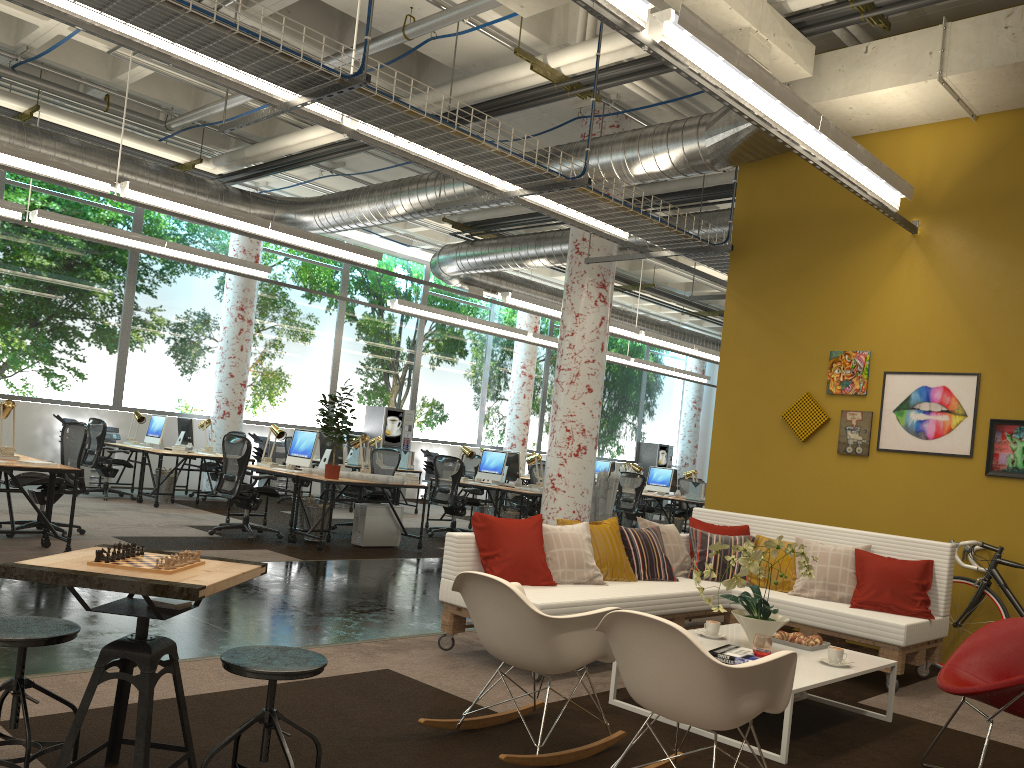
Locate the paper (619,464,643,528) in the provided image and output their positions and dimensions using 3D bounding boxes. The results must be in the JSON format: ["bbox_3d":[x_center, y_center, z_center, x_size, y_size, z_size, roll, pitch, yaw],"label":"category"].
[{"bbox_3d":[2.148,2.094,16.459,0.440,1.197,0.413,5,-2,22],"label":"paper"}]

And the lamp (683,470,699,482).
[{"bbox_3d":[3.178,1.796,15.377,0.219,0.610,0.527,7,-2,-26],"label":"lamp"}]

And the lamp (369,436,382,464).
[{"bbox_3d":[-2.296,1.199,15.132,0.219,0.610,0.527,7,-2,-26],"label":"lamp"}]

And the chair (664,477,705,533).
[{"bbox_3d":[3.141,2.238,16.176,0.769,1.084,0.795,5,-2,28],"label":"chair"}]

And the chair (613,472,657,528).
[{"bbox_3d":[2.028,2.016,14.738,0.769,1.084,0.795,5,-2,28],"label":"chair"}]

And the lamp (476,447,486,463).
[{"bbox_3d":[-0.664,1.594,18.184,0.219,0.610,0.527,7,-2,-26],"label":"lamp"}]

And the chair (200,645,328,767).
[{"bbox_3d":[-0.812,1.152,2.931,0.346,0.497,0.338,6,-2,3],"label":"chair"}]

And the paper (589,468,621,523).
[{"bbox_3d":[1.171,1.660,11.909,0.440,1.197,0.413,5,-2,22],"label":"paper"}]

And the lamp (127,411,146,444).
[{"bbox_3d":[-5.548,0.704,13.053,0.219,0.610,0.527,7,-2,-26],"label":"lamp"}]

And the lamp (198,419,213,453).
[{"bbox_3d":[-4.447,0.808,12.875,0.209,0.610,0.527,7,-2,-26],"label":"lamp"}]

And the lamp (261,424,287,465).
[{"bbox_3d":[-2.834,0.780,10.442,0.219,0.610,0.527,7,-2,-26],"label":"lamp"}]

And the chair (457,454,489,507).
[{"bbox_3d":[-0.709,1.918,17.369,0.769,1.084,0.795,5,-2,28],"label":"chair"}]

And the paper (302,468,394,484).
[{"bbox_3d":[-1.813,0.992,9.677,1.132,0.082,0.083,5,-3,18],"label":"paper"}]

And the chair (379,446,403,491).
[{"bbox_3d":[-2.333,1.641,15.931,0.769,1.084,0.795,5,-2,28],"label":"chair"}]

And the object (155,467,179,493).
[{"bbox_3d":[-5.246,1.476,13.430,0.358,0.434,0.354,4,-3,40],"label":"object"}]

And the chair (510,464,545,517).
[{"bbox_3d":[0.337,1.738,13.373,0.769,1.084,0.795,5,-2,28],"label":"chair"}]

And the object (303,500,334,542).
[{"bbox_3d":[-2.179,1.519,9.861,0.358,0.434,0.354,4,-3,40],"label":"object"}]

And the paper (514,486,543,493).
[{"bbox_3d":[0.400,1.430,11.923,0.567,0.061,0.628,2,-5,41],"label":"paper"}]

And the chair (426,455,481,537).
[{"bbox_3d":[-0.776,1.515,11.934,0.769,1.084,0.795,5,-2,28],"label":"chair"}]

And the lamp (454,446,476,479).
[{"bbox_3d":[-0.728,1.192,12.751,0.209,0.610,0.527,7,-2,-26],"label":"lamp"}]

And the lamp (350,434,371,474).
[{"bbox_3d":[-1.732,0.883,10.264,0.209,0.610,0.527,7,-2,-26],"label":"lamp"}]

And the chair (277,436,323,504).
[{"bbox_3d":[-3.446,1.419,14.493,0.769,1.084,0.795,5,-2,28],"label":"chair"}]

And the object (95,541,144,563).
[{"bbox_3d":[-1.305,0.553,2.952,0.056,0.053,0.250,6,-4,4],"label":"object"}]

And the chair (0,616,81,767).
[{"bbox_3d":[-1.673,1.065,2.988,0.346,0.497,0.338,6,-2,3],"label":"chair"}]

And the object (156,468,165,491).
[{"bbox_3d":[-5.305,1.480,13.376,0.234,0.403,0.120,4,-2,45],"label":"object"}]

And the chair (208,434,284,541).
[{"bbox_3d":[-2.878,1.103,9.627,0.769,1.084,0.795,5,-2,28],"label":"chair"}]

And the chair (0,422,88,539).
[{"bbox_3d":[-4.350,0.874,8.310,0.769,1.084,0.795,5,-2,28],"label":"chair"}]

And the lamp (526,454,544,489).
[{"bbox_3d":[0.369,1.295,12.571,0.209,0.610,0.527,7,-2,-26],"label":"lamp"}]

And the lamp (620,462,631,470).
[{"bbox_3d":[2.673,2.105,20.352,0.219,0.610,0.527,7,-2,-26],"label":"lamp"}]

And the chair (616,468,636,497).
[{"bbox_3d":[2.636,2.546,21.152,0.769,1.084,0.795,5,-2,28],"label":"chair"}]

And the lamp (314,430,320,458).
[{"bbox_3d":[-3.398,1.096,15.310,0.209,0.610,0.527,7,-2,-26],"label":"lamp"}]

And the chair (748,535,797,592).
[{"bbox_3d":[1.941,1.333,6.498,0.520,0.381,0.368,3,-4,40],"label":"chair"}]

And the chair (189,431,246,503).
[{"bbox_3d":[-4.479,1.250,13.677,0.769,1.084,0.795,5,-2,28],"label":"chair"}]

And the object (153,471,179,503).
[{"bbox_3d":[-4.893,1.444,12.472,0.358,0.434,0.354,4,-3,40],"label":"object"}]

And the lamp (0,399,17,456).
[{"bbox_3d":[-4.314,0.432,7.510,0.219,0.610,0.527,7,-2,-26],"label":"lamp"}]

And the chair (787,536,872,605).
[{"bbox_3d":[2.231,1.311,6.208,0.525,0.427,0.313,5,-2,22],"label":"chair"}]

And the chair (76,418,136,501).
[{"bbox_3d":[-5.592,1.028,12.238,0.769,1.084,0.795,5,-2,28],"label":"chair"}]

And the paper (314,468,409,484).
[{"bbox_3d":[-1.698,1.013,9.798,1.133,0.082,0.083,5,-3,8],"label":"paper"}]

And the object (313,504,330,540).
[{"bbox_3d":[-2.123,1.543,9.915,0.234,0.403,0.120,4,-2,45],"label":"object"}]

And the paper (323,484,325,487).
[{"bbox_3d":[-3.326,1.497,16.214,0.440,1.197,0.413,5,-2,22],"label":"paper"}]

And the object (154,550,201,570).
[{"bbox_3d":[-1.104,0.573,2.938,0.056,0.053,0.251,6,-4,4],"label":"object"}]

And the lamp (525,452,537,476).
[{"bbox_3d":[0.442,1.698,18.008,0.219,0.610,0.527,7,-2,-26],"label":"lamp"}]

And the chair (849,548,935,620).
[{"bbox_3d":[2.547,1.343,5.924,0.518,0.394,0.336,5,-3,22],"label":"chair"}]

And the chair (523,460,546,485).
[{"bbox_3d":[0.405,2.140,18.808,0.769,1.084,0.795,5,-2,28],"label":"chair"}]

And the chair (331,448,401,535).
[{"bbox_3d":[-1.764,1.326,11.066,0.769,1.084,0.795,5,-2,28],"label":"chair"}]

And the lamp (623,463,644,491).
[{"bbox_3d":[2.072,1.692,15.553,0.219,0.610,0.527,7,-2,-26],"label":"lamp"}]
